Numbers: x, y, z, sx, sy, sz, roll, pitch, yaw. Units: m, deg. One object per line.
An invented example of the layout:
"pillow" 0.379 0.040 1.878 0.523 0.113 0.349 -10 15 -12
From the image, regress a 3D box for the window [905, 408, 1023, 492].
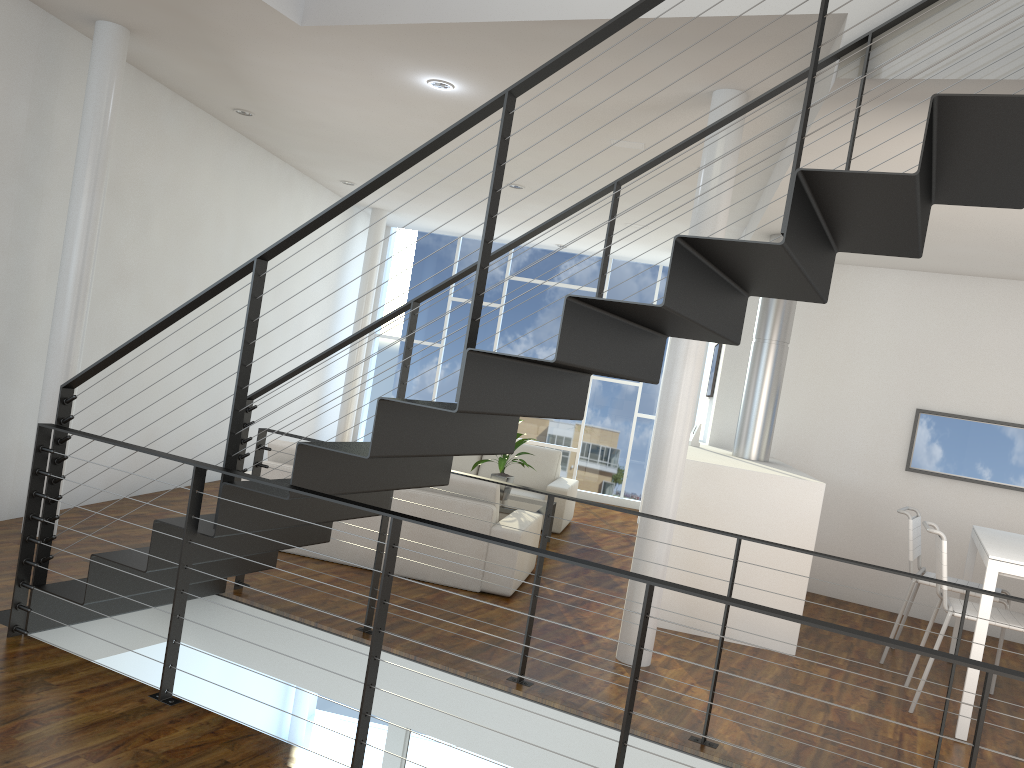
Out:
"window" 3.503 0.517 5.350 2.020 0.408 0.165 10 2 25

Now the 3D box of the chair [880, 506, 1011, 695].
"chair" 2.181 1.055 4.446 0.554 0.765 0.428 10 2 31

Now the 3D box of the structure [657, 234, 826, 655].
"structure" 1.396 0.186 5.650 0.749 2.208 2.750 10 1 9

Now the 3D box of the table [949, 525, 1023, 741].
"table" 2.380 1.108 3.895 0.699 0.721 1.402 10 1 25

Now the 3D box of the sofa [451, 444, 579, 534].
"sofa" -0.305 0.709 7.045 1.609 0.566 0.802 10 1 10

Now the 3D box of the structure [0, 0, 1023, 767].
"structure" 0.391 0.688 2.543 4.353 6.303 1.095 10 2 25

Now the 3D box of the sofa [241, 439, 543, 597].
"sofa" -0.668 0.673 4.939 1.609 0.566 0.802 10 1 10

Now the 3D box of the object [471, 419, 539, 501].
"object" -0.027 0.466 5.856 0.432 0.601 0.457 9 2 -5

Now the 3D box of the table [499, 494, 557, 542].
"table" -0.552 0.827 5.992 1.607 0.285 0.661 10 1 10

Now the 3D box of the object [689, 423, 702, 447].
"object" 1.202 0.332 5.828 0.061 0.151 0.100 9 2 -4

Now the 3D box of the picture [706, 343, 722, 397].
"picture" 1.569 -0.105 6.894 0.020 0.416 0.575 10 1 9

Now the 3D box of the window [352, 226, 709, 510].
"window" 0.438 -1.724 8.883 3.413 5.640 0.090 10 2 9

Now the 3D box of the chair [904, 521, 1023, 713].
"chair" 1.991 1.031 3.777 0.554 0.765 0.428 10 2 22
